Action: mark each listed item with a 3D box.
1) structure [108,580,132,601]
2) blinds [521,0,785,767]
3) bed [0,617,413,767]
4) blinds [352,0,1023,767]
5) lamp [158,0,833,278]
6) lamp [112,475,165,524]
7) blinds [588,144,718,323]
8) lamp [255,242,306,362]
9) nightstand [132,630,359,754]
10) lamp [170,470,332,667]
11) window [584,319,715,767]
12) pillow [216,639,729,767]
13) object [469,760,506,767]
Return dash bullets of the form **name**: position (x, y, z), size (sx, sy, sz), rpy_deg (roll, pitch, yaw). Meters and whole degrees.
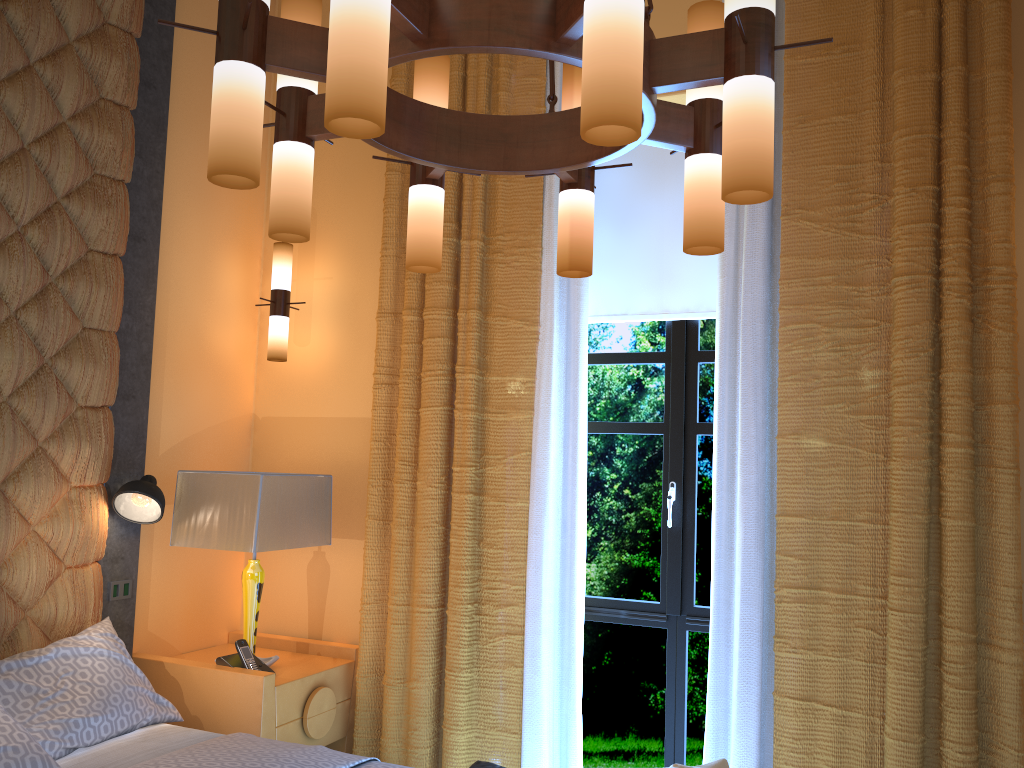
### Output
- **structure**: position (-1.526, 0.802, 3.450), size (0.016, 0.071, 0.103), rpy_deg (0, -6, 23)
- **blinds**: position (0.530, -0.217, 3.432), size (2.050, 4.069, 0.237), rpy_deg (0, -5, 21)
- **bed**: position (-0.978, 1.202, 2.258), size (2.106, 0.823, 1.892), rpy_deg (0, -6, 23)
- **blinds**: position (0.534, -0.248, 3.343), size (2.450, 4.139, 0.134), rpy_deg (0, -5, 23)
- **lamp**: position (0.000, -1.394, 1.794), size (1.142, 2.165, 1.141), rpy_deg (7, -7, -44)
- **lamp**: position (-1.258, 0.471, 3.479), size (0.568, 0.217, 0.231), rpy_deg (4, -6, -19)
- **blinds**: position (0.720, -0.701, 3.735), size (1.200, 0.872, 0.013), rpy_deg (0, -5, 23)
- **lamp**: position (-1.046, -0.369, 4.000), size (0.199, 0.531, 0.199), rpy_deg (4, -5, -22)
- **nightstand**: position (-1.093, 1.456, 3.673), size (0.720, 0.689, 0.681), rpy_deg (0, -6, 23)
- **lamp**: position (-1.061, 0.764, 3.623), size (0.424, 0.801, 0.506), rpy_deg (0, -5, 23)
- **window**: position (0.687, 0.358, 3.661), size (1.200, 2.995, 0.130), rpy_deg (0, -5, 23)
- **pillow**: position (-0.111, 1.143, 2.556), size (1.147, 0.406, 2.631), rpy_deg (5, -6, -25)
- **object**: position (-0.234, 1.091, 1.942), size (0.405, 0.104, 1.463), rpy_deg (0, -6, 23)
